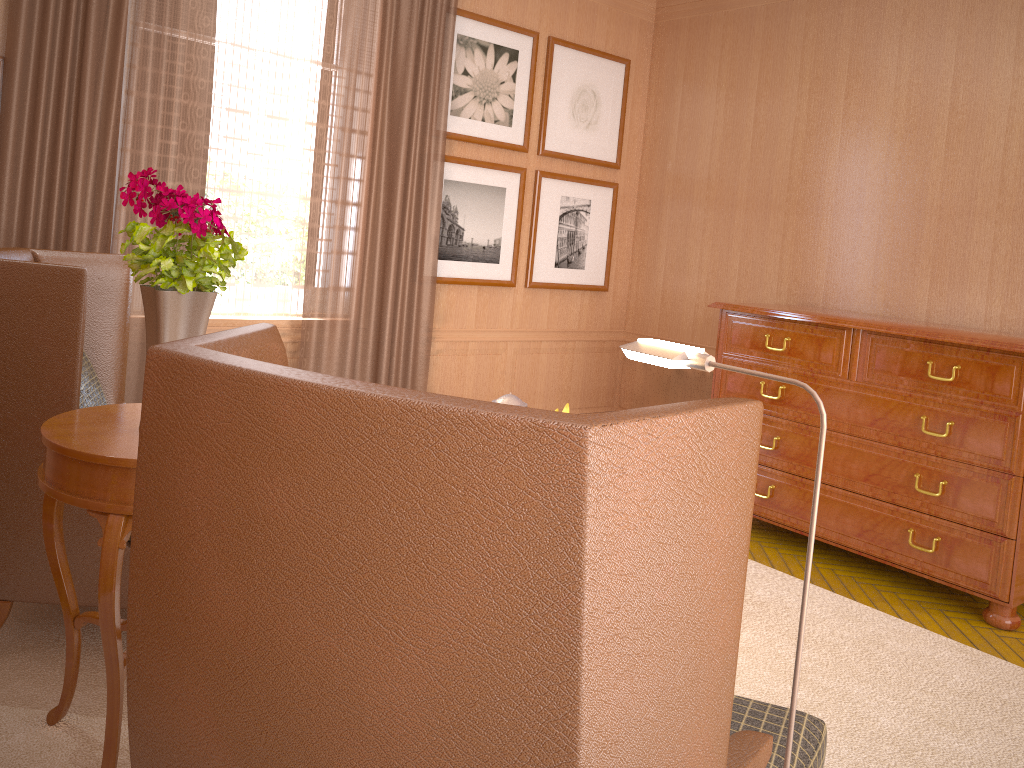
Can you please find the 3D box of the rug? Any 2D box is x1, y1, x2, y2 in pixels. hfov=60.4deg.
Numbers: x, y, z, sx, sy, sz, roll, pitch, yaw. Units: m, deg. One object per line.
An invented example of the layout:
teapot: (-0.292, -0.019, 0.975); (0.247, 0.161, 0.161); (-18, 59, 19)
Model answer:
rug: (0.192, 1.657, 4.171); (5.991, 0.020, 8.052); (-3, 12, -40)

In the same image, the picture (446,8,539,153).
picture: (-0.258, -3.006, 8.757); (1.248, 1.242, 0.048); (0, 5, -41)

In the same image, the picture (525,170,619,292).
picture: (0.682, -1.662, 9.725); (1.248, 1.242, 0.048); (0, 5, -41)

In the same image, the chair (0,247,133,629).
chair: (-2.233, 0.280, 5.084); (1.716, 1.962, 1.933); (4, 6, -16)

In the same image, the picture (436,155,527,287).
picture: (-0.388, -1.613, 8.816); (1.248, 1.242, 0.048); (0, 5, -41)

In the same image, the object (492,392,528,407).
object: (-0.027, 0.249, 5.704); (0.235, 0.390, 0.235); (7, 4, 16)

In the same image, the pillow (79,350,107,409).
pillow: (-2.639, 0.099, 4.965); (0.537, 0.702, 1.088); (4, 7, -16)

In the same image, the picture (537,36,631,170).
picture: (0.812, -3.055, 9.666); (1.248, 1.242, 0.048); (0, 5, -41)

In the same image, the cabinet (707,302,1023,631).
cabinet: (3.065, 0.458, 7.232); (1.413, 1.931, 2.799); (1, 8, -40)

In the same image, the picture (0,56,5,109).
picture: (-3.951, -1.619, 5.768); (1.048, 1.242, 0.048); (1, 5, -41)

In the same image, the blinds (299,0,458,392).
blinds: (-1.217, -1.508, 7.979); (1.443, 4.764, 0.269); (3, 4, -42)

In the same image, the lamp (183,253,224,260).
lamp: (-2.184, 0.117, 5.939); (0.631, 2.016, 0.566); (6, 3, 11)

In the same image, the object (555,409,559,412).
object: (0.246, 0.278, 5.987); (0.065, 0.170, 0.379); (6, 8, 15)

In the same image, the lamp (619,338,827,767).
lamp: (0.478, 0.922, 2.529); (0.632, 2.021, 0.564); (6, 3, 20)

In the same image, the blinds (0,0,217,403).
blinds: (-2.985, -1.421, 6.474); (1.424, 4.775, 0.269); (3, 3, -39)

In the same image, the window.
window: (-2.370, -2.223, 7.611); (2.429, 3.360, 0.854); (1, 5, -41)

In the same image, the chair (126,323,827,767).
chair: (-0.120, 0.884, 2.602); (1.920, 1.963, 1.727); (8, 6, 24)

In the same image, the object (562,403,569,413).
object: (0.317, 0.241, 5.975); (0.071, 0.168, 0.406); (7, 8, 26)

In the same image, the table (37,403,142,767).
table: (-1.535, 0.866, 3.756); (0.923, 1.365, 1.050); (2, 6, -33)

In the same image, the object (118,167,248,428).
object: (-1.393, -0.348, 3.697); (0.523, 1.083, 0.460); (2, 5, -42)
